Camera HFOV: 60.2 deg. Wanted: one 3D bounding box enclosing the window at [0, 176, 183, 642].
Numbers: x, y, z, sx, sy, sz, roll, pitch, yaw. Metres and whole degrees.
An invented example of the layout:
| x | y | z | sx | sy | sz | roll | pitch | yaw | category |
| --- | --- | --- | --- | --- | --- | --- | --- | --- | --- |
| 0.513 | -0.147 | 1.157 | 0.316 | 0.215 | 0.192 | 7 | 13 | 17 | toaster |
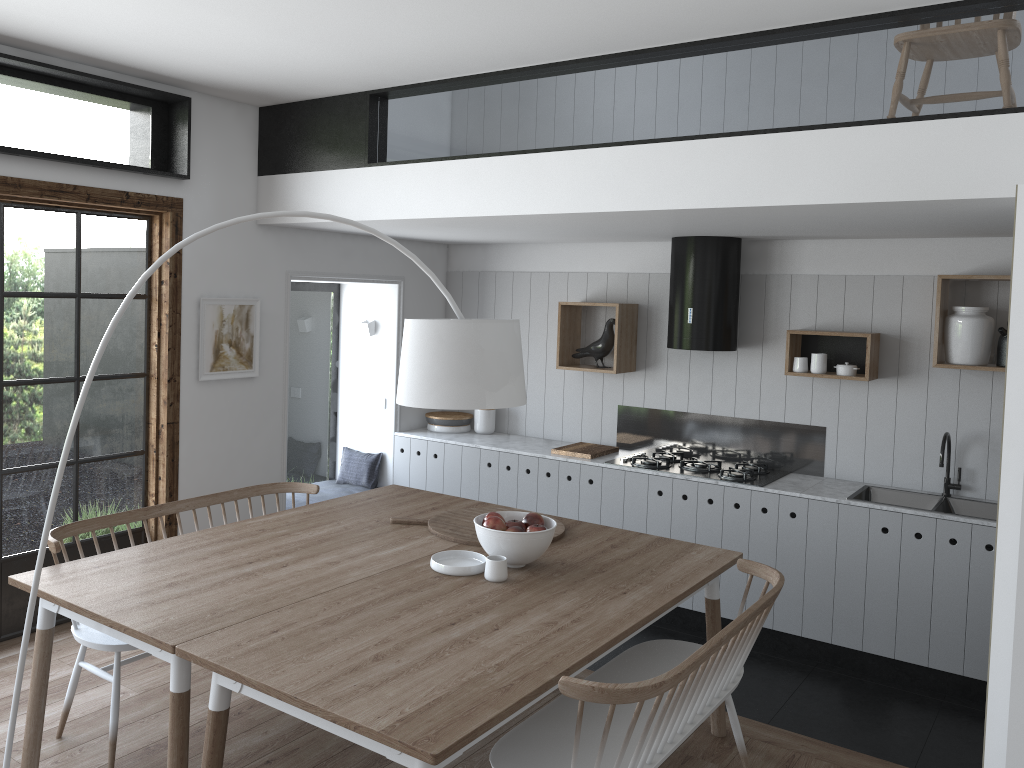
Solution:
| x | y | z | sx | sy | sz | roll | pitch | yaw | category |
| --- | --- | --- | --- | --- | --- | --- | --- | --- | --- |
| -3.386 | 0.269 | 2.786 | 0.166 | 2.251 | 5.270 | 4 | 5 | 34 | window |

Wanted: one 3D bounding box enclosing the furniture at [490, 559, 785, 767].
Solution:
| x | y | z | sx | sy | sz | roll | pitch | yaw | category |
| --- | --- | --- | --- | --- | --- | --- | --- | --- | --- |
| 0.436 | 1.093 | 2.822 | 0.559 | 0.808 | 1.327 | 4 | 5 | 34 | furniture |

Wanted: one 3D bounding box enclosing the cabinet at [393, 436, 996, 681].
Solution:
| x | y | z | sx | sy | sz | roll | pitch | yaw | category |
| --- | --- | --- | --- | --- | --- | --- | --- | --- | --- |
| 1.704 | 1.000 | 4.654 | 6.294 | 0.746 | 0.010 | 6 | 4 | 35 | cabinet |

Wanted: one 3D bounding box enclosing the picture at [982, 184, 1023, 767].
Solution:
| x | y | z | sx | sy | sz | roll | pitch | yaw | category |
| --- | --- | --- | --- | --- | --- | --- | --- | --- | --- |
| 1.370 | 0.167 | 2.309 | 0.061 | 1.216 | 1.265 | 4 | 5 | 34 | picture |

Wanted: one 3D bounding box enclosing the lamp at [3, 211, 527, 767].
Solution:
| x | y | z | sx | sy | sz | roll | pitch | yaw | category |
| --- | --- | --- | --- | --- | --- | --- | --- | --- | --- |
| -2.330 | 0.476 | 2.124 | 5.093 | 2.020 | 0.895 | -1 | 4 | -29 | lamp |

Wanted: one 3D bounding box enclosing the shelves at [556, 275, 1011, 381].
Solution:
| x | y | z | sx | sy | sz | roll | pitch | yaw | category |
| --- | --- | --- | --- | --- | --- | --- | --- | --- | --- |
| 1.887 | -0.218 | 4.998 | 3.678 | 0.796 | 0.292 | 6 | 5 | 35 | shelves |

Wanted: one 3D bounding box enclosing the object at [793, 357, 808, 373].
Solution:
| x | y | z | sx | sy | sz | roll | pitch | yaw | category |
| --- | --- | --- | --- | --- | --- | --- | --- | --- | --- |
| 1.664 | -0.109 | 5.094 | 0.081 | 0.088 | 0.085 | 0 | 4 | -20 | object |

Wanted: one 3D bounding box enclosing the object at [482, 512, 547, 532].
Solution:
| x | y | z | sx | sy | sz | roll | pitch | yaw | category |
| --- | --- | --- | --- | --- | --- | --- | --- | --- | --- |
| 0.008 | 0.580 | 3.340 | 0.250 | 0.167 | 0.238 | 1 | 5 | -5 | object |

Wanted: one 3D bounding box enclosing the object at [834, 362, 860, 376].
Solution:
| x | y | z | sx | sy | sz | roll | pitch | yaw | category |
| --- | --- | --- | --- | --- | --- | --- | --- | --- | --- |
| 1.883 | -0.085 | 4.972 | 0.130 | 0.073 | 0.107 | 3 | 5 | 13 | object |

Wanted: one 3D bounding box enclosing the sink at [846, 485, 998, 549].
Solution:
| x | y | z | sx | sy | sz | roll | pitch | yaw | category |
| --- | --- | --- | --- | --- | --- | --- | --- | --- | --- |
| 2.369 | 0.718 | 4.483 | 1.210 | 0.166 | 0.441 | 6 | 7 | 35 | sink |

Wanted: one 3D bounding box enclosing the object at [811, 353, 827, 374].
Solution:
| x | y | z | sx | sy | sz | roll | pitch | yaw | category |
| --- | --- | --- | --- | --- | --- | --- | --- | --- | --- |
| 1.748 | -0.115 | 5.034 | 0.088 | 0.115 | 0.083 | 4 | 5 | 34 | object |

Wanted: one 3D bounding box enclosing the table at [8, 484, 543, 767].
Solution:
| x | y | z | sx | sy | sz | roll | pitch | yaw | category |
| --- | --- | --- | --- | --- | --- | --- | --- | --- | --- |
| -0.805 | 1.009 | 3.612 | 0.962 | 0.748 | 1.991 | 5 | 6 | 34 | table |

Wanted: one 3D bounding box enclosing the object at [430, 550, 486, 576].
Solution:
| x | y | z | sx | sy | sz | roll | pitch | yaw | category |
| --- | --- | --- | --- | --- | --- | --- | --- | --- | --- |
| -0.197 | 0.666 | 3.288 | 0.218 | 0.035 | 0.212 | 3 | 6 | 13 | object |

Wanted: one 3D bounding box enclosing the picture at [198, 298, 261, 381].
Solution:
| x | y | z | sx | sy | sz | roll | pitch | yaw | category |
| --- | --- | --- | --- | --- | --- | --- | --- | --- | --- |
| -1.651 | -0.266 | 5.160 | 0.030 | 0.469 | 0.424 | 4 | 4 | 34 | picture |

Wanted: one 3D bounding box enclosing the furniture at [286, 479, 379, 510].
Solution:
| x | y | z | sx | sy | sz | roll | pitch | yaw | category |
| --- | --- | --- | --- | --- | --- | --- | --- | --- | --- |
| -1.406 | 0.818 | 6.224 | 0.613 | 0.115 | 1.025 | 5 | 7 | 34 | furniture |

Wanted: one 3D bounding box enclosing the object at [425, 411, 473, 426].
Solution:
| x | y | z | sx | sy | sz | roll | pitch | yaw | category |
| --- | --- | --- | --- | --- | --- | --- | --- | --- | --- |
| -0.470 | 0.261 | 6.617 | 0.357 | 0.065 | 0.363 | 1 | 6 | -6 | object |

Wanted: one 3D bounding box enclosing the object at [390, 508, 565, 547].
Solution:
| x | y | z | sx | sy | sz | roll | pitch | yaw | category |
| --- | --- | --- | --- | --- | --- | --- | --- | --- | --- |
| -0.101 | 0.622 | 3.836 | 0.660 | 0.023 | 0.614 | -2 | 7 | -33 | object |

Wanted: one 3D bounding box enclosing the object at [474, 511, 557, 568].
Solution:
| x | y | z | sx | sy | sz | roll | pitch | yaw | category |
| --- | --- | --- | --- | --- | --- | --- | --- | --- | --- |
| 0.009 | 0.601 | 3.345 | 0.323 | 0.164 | 0.307 | 5 | 6 | 31 | object |

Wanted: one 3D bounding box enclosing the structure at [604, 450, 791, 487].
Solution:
| x | y | z | sx | sy | sz | roll | pitch | yaw | category |
| --- | --- | --- | --- | --- | --- | --- | --- | --- | --- |
| 1.124 | 0.489 | 5.394 | 1.010 | 0.048 | 0.540 | 6 | 7 | 35 | structure |

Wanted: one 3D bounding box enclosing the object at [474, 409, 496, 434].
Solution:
| x | y | z | sx | sy | sz | roll | pitch | yaw | category |
| --- | --- | --- | --- | --- | --- | --- | --- | --- | --- |
| -0.201 | 0.259 | 6.505 | 0.155 | 0.212 | 0.154 | 2 | 4 | 3 | object |

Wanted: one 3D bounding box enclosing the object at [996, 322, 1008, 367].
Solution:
| x | y | z | sx | sy | sz | roll | pitch | yaw | category |
| --- | --- | --- | --- | --- | --- | --- | --- | --- | --- |
| 2.576 | -0.203 | 4.520 | 0.163 | 0.235 | 0.149 | 4 | 4 | 32 | object |

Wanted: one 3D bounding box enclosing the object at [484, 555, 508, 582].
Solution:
| x | y | z | sx | sy | sz | roll | pitch | yaw | category |
| --- | --- | --- | --- | --- | --- | --- | --- | --- | --- |
| -0.056 | 0.661 | 3.159 | 0.086 | 0.078 | 0.081 | 5 | 5 | 34 | object |

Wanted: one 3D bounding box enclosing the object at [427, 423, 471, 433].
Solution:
| x | y | z | sx | sy | sz | roll | pitch | yaw | category |
| --- | --- | --- | --- | --- | --- | --- | --- | --- | --- |
| -0.472 | 0.319 | 6.620 | 0.321 | 0.055 | 0.332 | 0 | 6 | -17 | object |

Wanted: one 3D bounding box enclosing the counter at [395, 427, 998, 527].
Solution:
| x | y | z | sx | sy | sz | roll | pitch | yaw | category |
| --- | --- | --- | --- | --- | --- | --- | --- | --- | --- |
| 1.871 | 0.596 | 4.867 | 6.298 | 0.020 | 0.565 | 6 | 7 | 35 | counter |

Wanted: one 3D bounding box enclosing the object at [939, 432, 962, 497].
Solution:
| x | y | z | sx | sy | sz | roll | pitch | yaw | category |
| --- | --- | --- | --- | --- | --- | --- | --- | --- | --- |
| 2.316 | 0.442 | 4.676 | 0.093 | 0.373 | 0.282 | 4 | 4 | 34 | object |

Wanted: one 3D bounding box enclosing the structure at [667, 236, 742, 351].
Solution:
| x | y | z | sx | sy | sz | roll | pitch | yaw | category |
| --- | --- | --- | --- | --- | --- | --- | --- | --- | --- |
| 1.179 | -0.648 | 5.407 | 0.411 | 0.867 | 0.419 | 1 | 3 | -9 | structure |

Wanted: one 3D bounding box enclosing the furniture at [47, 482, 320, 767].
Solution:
| x | y | z | sx | sy | sz | roll | pitch | yaw | category |
| --- | --- | --- | --- | --- | --- | --- | --- | --- | --- |
| -1.294 | 0.946 | 3.804 | 0.559 | 0.808 | 1.327 | 4 | 5 | 34 | furniture |

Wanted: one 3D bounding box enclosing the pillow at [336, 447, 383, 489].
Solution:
| x | y | z | sx | sy | sz | roll | pitch | yaw | category |
| --- | --- | --- | --- | --- | --- | --- | --- | --- | --- |
| -1.130 | 0.637 | 6.574 | 0.414 | 0.292 | 0.176 | 5 | 5 | 35 | pillow |

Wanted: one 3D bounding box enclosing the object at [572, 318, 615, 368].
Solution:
| x | y | z | sx | sy | sz | roll | pitch | yaw | category |
| --- | --- | --- | --- | --- | --- | --- | --- | --- | --- |
| 0.557 | -0.280 | 5.943 | 0.344 | 0.333 | 0.136 | 5 | 4 | 36 | object |

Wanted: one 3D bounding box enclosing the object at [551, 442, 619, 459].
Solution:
| x | y | z | sx | sy | sz | roll | pitch | yaw | category |
| --- | --- | --- | --- | --- | --- | --- | --- | --- | --- |
| 0.485 | 0.437 | 5.828 | 0.299 | 0.030 | 0.390 | 5 | 7 | 34 | object |

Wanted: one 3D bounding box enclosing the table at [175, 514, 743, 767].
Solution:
| x | y | z | sx | sy | sz | roll | pitch | yaw | category |
| --- | --- | --- | --- | --- | --- | --- | --- | --- | --- |
| -0.018 | 1.087 | 3.061 | 0.962 | 0.748 | 1.991 | 5 | 6 | 34 | table |

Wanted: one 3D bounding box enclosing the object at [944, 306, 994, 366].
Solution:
| x | y | z | sx | sy | sz | roll | pitch | yaw | category |
| --- | --- | --- | --- | --- | --- | --- | --- | --- | --- |
| 2.394 | -0.254 | 4.635 | 0.230 | 0.301 | 0.227 | 2 | 4 | 7 | object |
